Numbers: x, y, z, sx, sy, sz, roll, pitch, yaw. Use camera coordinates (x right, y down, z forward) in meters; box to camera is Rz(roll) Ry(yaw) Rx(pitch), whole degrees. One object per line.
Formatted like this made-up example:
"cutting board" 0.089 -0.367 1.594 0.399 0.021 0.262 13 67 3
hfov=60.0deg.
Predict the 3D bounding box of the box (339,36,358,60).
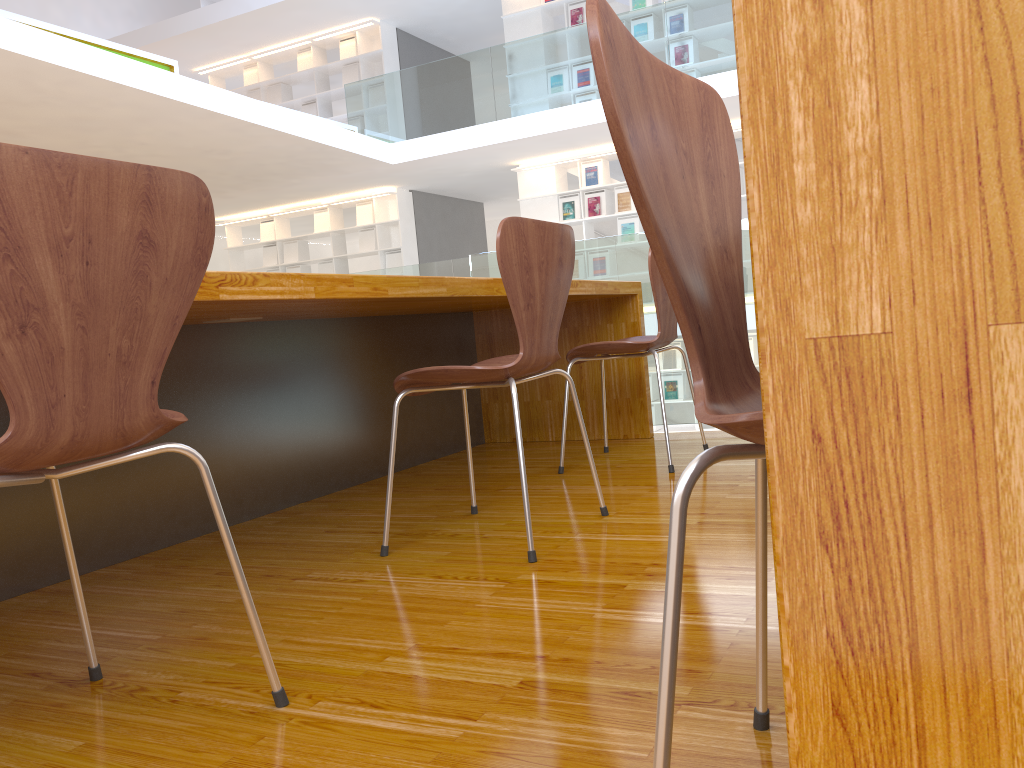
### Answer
"box" -2.011 -4.183 11.151 0.245 0.296 0.274 -4 4 27

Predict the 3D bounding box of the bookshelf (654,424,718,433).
"bookshelf" 2.018 0.348 9.597 3.666 1.836 0.397 -4 4 27

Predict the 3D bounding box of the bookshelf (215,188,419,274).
"bookshelf" -2.616 -1.425 11.673 2.984 1.836 0.498 -4 4 27

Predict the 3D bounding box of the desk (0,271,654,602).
"desk" -0.727 0.298 2.306 1.248 1.022 3.216 -4 4 27

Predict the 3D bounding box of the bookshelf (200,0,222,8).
"bookshelf" -2.989 -5.462 11.428 2.984 1.836 0.498 -4 4 27

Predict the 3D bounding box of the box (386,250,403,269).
"box" -1.430 -1.517 11.145 0.245 0.296 0.274 -4 4 27

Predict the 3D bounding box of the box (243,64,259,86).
"box" -3.435 -4.096 11.875 0.245 0.296 0.274 -4 4 27

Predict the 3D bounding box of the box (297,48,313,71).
"box" -2.616 -4.148 11.456 0.245 0.296 0.274 -4 4 27

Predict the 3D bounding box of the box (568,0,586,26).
"box" 0.769 -4.022 9.717 0.245 0.296 0.274 -4 4 27

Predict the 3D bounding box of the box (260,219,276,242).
"box" -3.247 -2.062 11.999 0.245 0.296 0.274 -4 4 27

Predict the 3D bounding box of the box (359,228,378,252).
"box" -1.794 -1.823 11.295 0.245 0.296 0.274 -4 4 27

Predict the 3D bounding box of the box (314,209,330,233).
"box" -2.428 -2.113 11.580 0.245 0.296 0.274 -4 4 27

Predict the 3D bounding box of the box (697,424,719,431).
"box" 2.121 0.330 9.490 0.245 0.296 0.274 -4 4 27

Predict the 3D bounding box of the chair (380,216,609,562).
"chair" -0.058 0.002 2.017 0.381 0.693 0.428 -4 4 27

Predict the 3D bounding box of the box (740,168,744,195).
"box" 2.242 -2.069 9.172 0.245 0.296 0.274 -4 4 27

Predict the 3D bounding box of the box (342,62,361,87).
"box" -1.982 -3.858 11.172 0.245 0.296 0.274 -4 4 27

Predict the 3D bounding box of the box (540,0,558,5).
"box" 0.460 -4.329 9.825 0.245 0.296 0.274 -4 4 27

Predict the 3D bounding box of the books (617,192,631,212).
"books" 1.213 -1.964 9.583 0.145 0.210 0.037 -4 4 27

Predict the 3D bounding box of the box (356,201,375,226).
"box" -1.823 -2.149 11.275 0.245 0.296 0.274 -4 4 27

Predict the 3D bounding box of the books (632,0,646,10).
"books" 1.331 -4.019 9.301 0.145 0.210 0.037 -4 4 27

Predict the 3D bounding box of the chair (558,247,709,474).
"chair" 0.375 -0.090 2.881 0.381 0.693 0.428 -4 4 27

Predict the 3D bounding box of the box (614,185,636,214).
"box" 1.270 -2.006 9.667 0.245 0.296 0.274 -4 4 27

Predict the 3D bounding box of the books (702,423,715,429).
"books" 2.071 0.387 9.401 0.145 0.210 0.037 -4 4 27

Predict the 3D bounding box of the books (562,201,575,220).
"books" 0.634 -1.926 9.880 0.145 0.210 0.037 -4 4 27

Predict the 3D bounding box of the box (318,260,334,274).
"box" -2.386 -1.458 11.631 0.245 0.296 0.274 -4 4 27

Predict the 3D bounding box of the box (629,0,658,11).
"box" 1.389 -4.059 9.387 0.245 0.296 0.274 -4 4 27

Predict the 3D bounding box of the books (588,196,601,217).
"books" 0.904 -1.946 9.740 0.145 0.210 0.037 -4 4 27

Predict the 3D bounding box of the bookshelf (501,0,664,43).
"bookshelf" 1.619 -3.730 9.304 3.666 1.836 0.498 -4 4 27

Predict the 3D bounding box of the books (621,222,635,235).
"books" 1.257 -1.634 9.594 0.145 0.210 0.037 -4 4 27

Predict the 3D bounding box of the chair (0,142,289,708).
"chair" -0.587 0.110 1.050 0.381 0.693 0.428 -4 4 27

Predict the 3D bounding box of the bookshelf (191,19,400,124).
"bookshelf" -2.804 -3.459 11.549 2.984 1.836 0.498 -4 4 27

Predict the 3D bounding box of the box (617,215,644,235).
"box" 1.302 -1.680 9.686 0.245 0.296 0.274 -4 4 27

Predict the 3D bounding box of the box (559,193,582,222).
"box" 0.681 -1.971 9.967 0.245 0.296 0.274 -4 4 27

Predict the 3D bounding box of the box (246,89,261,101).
"box" -3.405 -3.770 11.895 0.245 0.296 0.274 -4 4 27

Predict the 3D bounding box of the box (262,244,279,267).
"box" -3.217 -1.736 12.019 0.245 0.296 0.274 -4 4 27

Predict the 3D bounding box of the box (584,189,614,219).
"box" 0.957 -1.988 9.840 0.245 0.296 0.274 -4 4 27

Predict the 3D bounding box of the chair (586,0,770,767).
"chair" 0.314 0.048 0.701 0.381 0.693 0.428 -4 4 27

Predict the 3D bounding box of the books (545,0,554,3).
"books" 0.425 -4.281 9.731 0.145 0.210 0.037 -4 4 27

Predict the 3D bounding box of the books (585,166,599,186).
"books" 0.874 -2.275 9.717 0.145 0.210 0.037 -4 4 27

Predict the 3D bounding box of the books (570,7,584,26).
"books" 0.706 -3.969 9.623 0.145 0.210 0.037 -4 4 27

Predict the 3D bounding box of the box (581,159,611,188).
"box" 0.921 -2.314 9.809 0.245 0.296 0.274 -4 4 27

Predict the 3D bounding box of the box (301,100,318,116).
"box" -2.574 -3.493 11.508 0.245 0.296 0.274 -4 4 27

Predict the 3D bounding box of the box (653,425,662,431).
"box" 1.493 0.362 9.809 0.245 0.296 0.274 -4 4 27

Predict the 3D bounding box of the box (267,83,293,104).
"box" -3.083 -3.789 11.731 0.245 0.296 0.274 -4 4 27

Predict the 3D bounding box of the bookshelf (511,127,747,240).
"bookshelf" 1.806 -1.696 9.428 3.666 1.836 0.498 -4 4 27

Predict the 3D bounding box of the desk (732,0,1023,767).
"desk" 1.100 -0.028 1.451 0.760 0.606 3.356 -4 4 27

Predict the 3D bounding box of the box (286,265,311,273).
"box" -2.865 -1.429 11.875 0.245 0.296 0.274 -4 4 27

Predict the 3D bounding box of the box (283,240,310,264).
"box" -2.895 -1.755 11.855 0.245 0.296 0.274 -4 4 27

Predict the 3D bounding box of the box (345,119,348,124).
"box" -1.956 -3.202 11.229 0.245 0.296 0.274 -4 4 27

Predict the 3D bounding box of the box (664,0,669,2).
"box" 1.725 -4.080 9.216 0.245 0.296 0.274 -4 4 27

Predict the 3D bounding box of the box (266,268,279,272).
"box" -3.178 -1.410 12.034 0.245 0.296 0.274 -4 4 27
